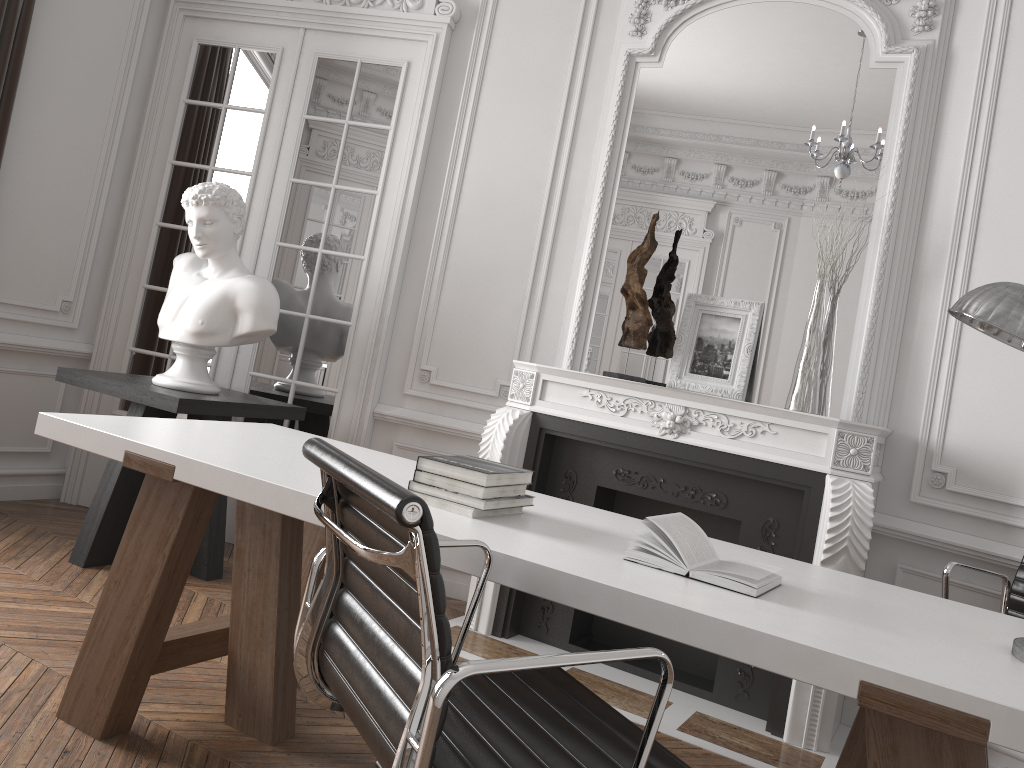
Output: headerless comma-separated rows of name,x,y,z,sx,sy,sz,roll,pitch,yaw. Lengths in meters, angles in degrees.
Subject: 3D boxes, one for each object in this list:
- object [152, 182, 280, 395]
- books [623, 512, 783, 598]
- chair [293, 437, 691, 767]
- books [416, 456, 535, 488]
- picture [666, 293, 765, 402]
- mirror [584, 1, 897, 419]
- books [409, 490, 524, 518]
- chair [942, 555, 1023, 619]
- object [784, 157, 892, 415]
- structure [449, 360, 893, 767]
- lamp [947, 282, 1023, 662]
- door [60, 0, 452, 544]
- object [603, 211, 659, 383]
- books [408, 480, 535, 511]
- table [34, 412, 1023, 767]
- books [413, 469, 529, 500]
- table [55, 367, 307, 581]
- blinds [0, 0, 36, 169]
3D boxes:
object,-1.331,-0.429,3.912,0.637,0.929,0.389,9,-3,28
books,0.413,0.350,1.870,0.280,0.096,0.224,11,0,30
chair,-0.068,0.610,1.354,0.662,0.928,0.697,12,-3,-36
books,-0.085,0.210,2.149,0.192,0.032,0.256,11,1,26
picture,0.864,-0.162,3.766,0.342,0.437,0.095,10,-4,28
mirror,0.981,-0.801,3.855,1.128,1.823,0.001,9,-4,28
books,-0.109,0.286,2.140,0.192,0.023,0.240,11,1,30
chair,1.526,0.897,2.531,0.662,0.928,0.697,13,-3,-38
object,1.272,-0.395,3.449,0.294,1.059,0.290,12,-4,-24
structure,0.558,0.609,3.467,1.613,1.190,0.802,10,-2,28
lamp,1.037,0.167,1.647,0.491,0.703,0.266,9,-3,28
door,-1.316,-0.585,4.512,1.569,2.751,0.085,10,-4,13
object,0.544,-0.386,3.802,0.164,0.757,0.143,12,-4,-20
books,-0.094,0.265,2.145,0.213,0.023,0.256,11,1,28
table,0.010,0.702,2.111,2.636,0.753,0.893,11,-1,28
books,-0.096,0.239,2.140,0.192,0.028,0.238,11,1,26
table,-1.513,0.389,3.917,0.772,0.753,0.761,10,-2,28
blinds,-2.330,-0.975,3.799,0.344,3.118,0.770,9,-4,22
